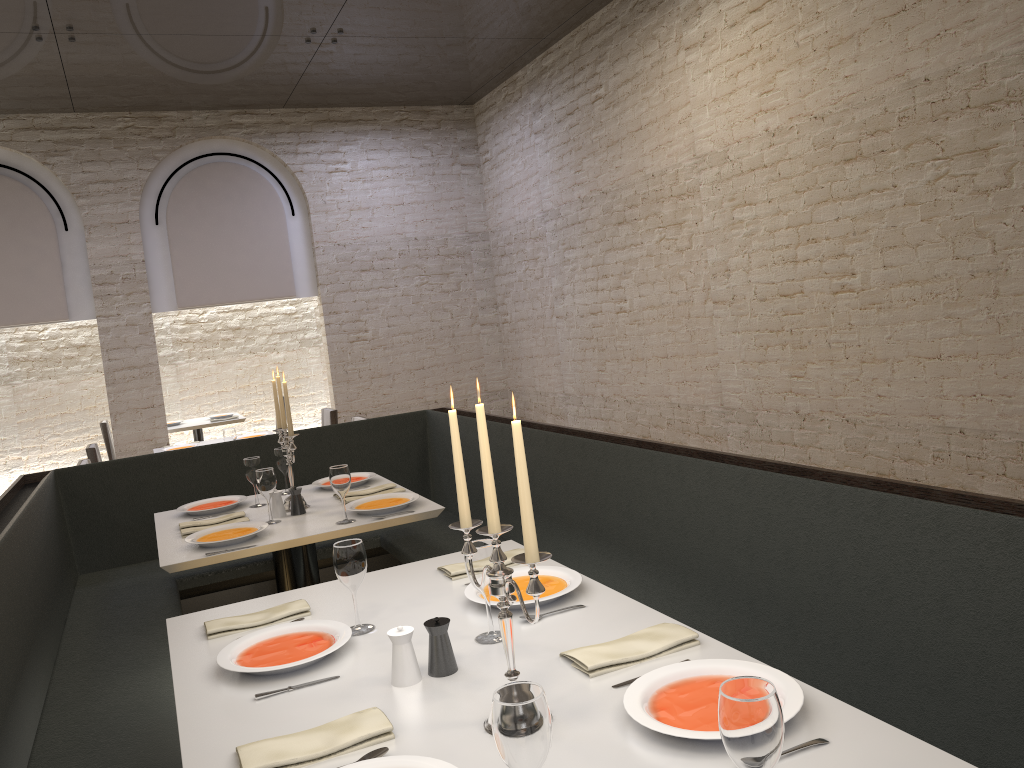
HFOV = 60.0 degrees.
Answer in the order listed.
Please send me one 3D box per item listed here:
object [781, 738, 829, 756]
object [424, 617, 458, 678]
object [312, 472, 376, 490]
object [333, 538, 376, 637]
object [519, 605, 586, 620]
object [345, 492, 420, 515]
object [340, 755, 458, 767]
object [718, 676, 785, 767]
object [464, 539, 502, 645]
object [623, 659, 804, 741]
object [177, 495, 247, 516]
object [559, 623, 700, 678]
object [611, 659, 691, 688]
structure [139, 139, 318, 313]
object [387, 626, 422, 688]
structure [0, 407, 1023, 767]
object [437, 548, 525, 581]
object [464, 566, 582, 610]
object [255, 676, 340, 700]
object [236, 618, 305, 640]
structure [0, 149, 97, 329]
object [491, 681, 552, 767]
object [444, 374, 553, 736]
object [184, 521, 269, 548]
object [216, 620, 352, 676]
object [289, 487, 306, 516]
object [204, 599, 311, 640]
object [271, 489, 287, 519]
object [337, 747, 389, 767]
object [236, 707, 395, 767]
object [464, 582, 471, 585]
[{"bbox_3d":[0.439,0.596,1.429,0.182,0.015,0.038,-9,5,-21],"label":"object"},{"bbox_3d":[-0.158,0.574,1.947,0.069,0.126,0.069,-8,3,-29],"label":"object"},{"bbox_3d":[-0.841,0.494,4.452,0.321,0.036,0.323,-5,5,25],"label":"object"},{"bbox_3d":[-0.407,0.520,2.275,0.086,0.230,0.086,-7,3,-11],"label":"object"},{"bbox_3d":[0.103,0.571,2.220,0.182,0.015,0.038,-9,5,-21],"label":"object"},{"bbox_3d":[-0.550,0.515,3.765,0.321,0.036,0.322,-3,6,43],"label":"object"},{"bbox_3d":[-0.216,0.671,1.365,0.321,0.036,0.322,-7,5,-3],"label":"object"},{"bbox_3d":[0.329,0.521,1.192,0.086,0.230,0.086,-6,3,19],"label":"object"},{"bbox_3d":[-0.061,0.492,2.110,0.086,0.230,0.086,-7,3,-11],"label":"object"},{"bbox_3d":[0.364,0.582,1.610,0.321,0.036,0.322,-7,5,-3],"label":"object"},{"bbox_3d":[-1.421,0.584,4.208,0.322,0.036,0.321,-9,5,-27],"label":"object"},{"bbox_3d":[0.256,0.575,1.937,0.273,0.033,0.142,-9,5,-23],"label":"object"},{"bbox_3d":[0.284,0.587,1.794,0.185,0.010,0.017,-9,4,-23],"label":"object"},{"bbox_3d":[-2.874,-1.636,8.938,1.637,1.672,0.098,-8,3,-23],"label":"structure"},{"bbox_3d":[-0.235,0.586,1.918,0.069,0.126,0.069,-8,3,-29],"label":"object"},{"bbox_3d":[0.655,0.940,0.189,2.377,0.999,10.749,-9,5,-23],"label":"structure"},{"bbox_3d":[-0.080,0.551,2.728,0.273,0.033,0.142,-9,5,-23],"label":"object"},{"bbox_3d":[0.032,0.558,2.393,0.322,0.036,0.321,-9,5,-27],"label":"object"},{"bbox_3d":[-0.471,0.665,1.951,0.185,0.010,0.017,-9,4,-23],"label":"object"},{"bbox_3d":[-0.640,0.650,2.348,0.182,0.015,0.038,-9,5,-21],"label":"object"},{"bbox_3d":[-4.810,-1.336,8.115,1.637,1.672,0.098,-8,3,-23],"label":"structure"},{"bbox_3d":[0.022,0.551,1.263,0.086,0.230,0.086,-8,3,-23],"label":"object"},{"bbox_3d":[-0.028,0.310,1.654,0.132,0.656,0.390,-7,3,-12],"label":"object"},{"bbox_3d":[-1.130,0.605,3.521,0.321,0.036,0.322,-3,6,43],"label":"object"},{"bbox_3d":[-0.548,0.647,2.149,0.322,0.036,0.321,-9,5,-27],"label":"object"},{"bbox_3d":[-0.941,0.511,3.873,0.068,0.126,0.069,-6,3,19],"label":"object"},{"bbox_3d":[-0.708,0.648,2.461,0.273,0.033,0.142,-9,5,-23],"label":"object"},{"bbox_3d":[-1.023,0.521,3.864,0.068,0.126,0.069,-6,3,19],"label":"object"},{"bbox_3d":[-0.304,0.674,1.557,0.182,0.015,0.038,-9,5,-21],"label":"object"},{"bbox_3d":[-0.372,0.672,1.669,0.273,0.033,0.142,-9,5,-23],"label":"object"},{"bbox_3d":[-0.051,0.562,2.585,0.185,0.010,0.017,-9,4,-23],"label":"object"}]
